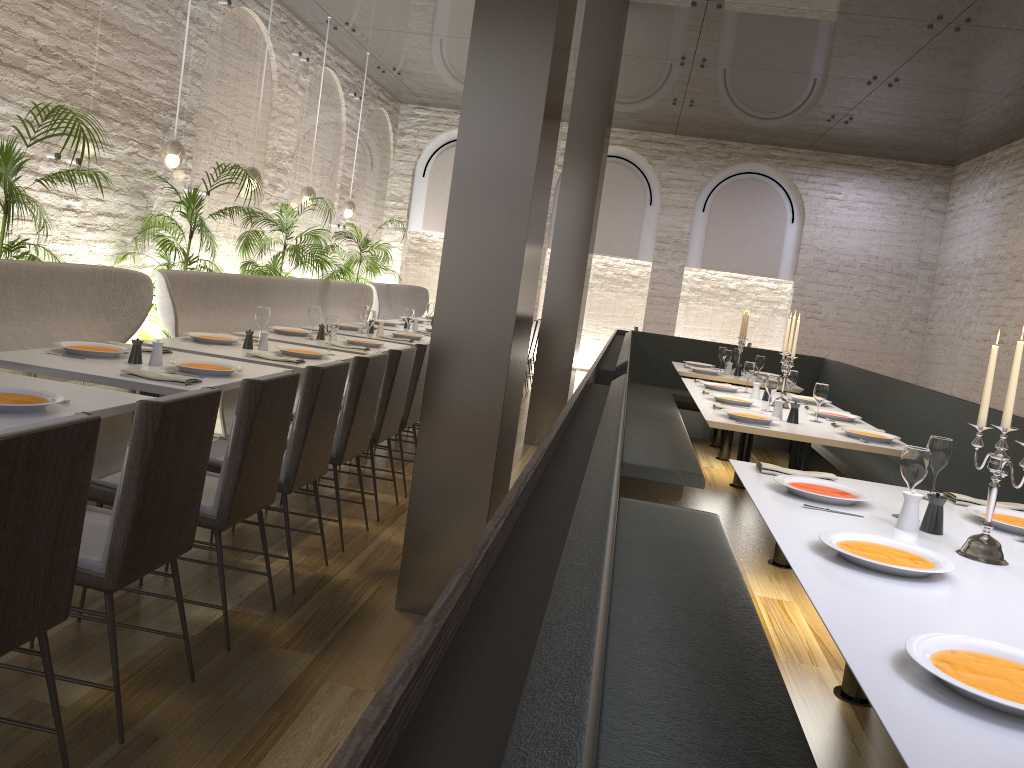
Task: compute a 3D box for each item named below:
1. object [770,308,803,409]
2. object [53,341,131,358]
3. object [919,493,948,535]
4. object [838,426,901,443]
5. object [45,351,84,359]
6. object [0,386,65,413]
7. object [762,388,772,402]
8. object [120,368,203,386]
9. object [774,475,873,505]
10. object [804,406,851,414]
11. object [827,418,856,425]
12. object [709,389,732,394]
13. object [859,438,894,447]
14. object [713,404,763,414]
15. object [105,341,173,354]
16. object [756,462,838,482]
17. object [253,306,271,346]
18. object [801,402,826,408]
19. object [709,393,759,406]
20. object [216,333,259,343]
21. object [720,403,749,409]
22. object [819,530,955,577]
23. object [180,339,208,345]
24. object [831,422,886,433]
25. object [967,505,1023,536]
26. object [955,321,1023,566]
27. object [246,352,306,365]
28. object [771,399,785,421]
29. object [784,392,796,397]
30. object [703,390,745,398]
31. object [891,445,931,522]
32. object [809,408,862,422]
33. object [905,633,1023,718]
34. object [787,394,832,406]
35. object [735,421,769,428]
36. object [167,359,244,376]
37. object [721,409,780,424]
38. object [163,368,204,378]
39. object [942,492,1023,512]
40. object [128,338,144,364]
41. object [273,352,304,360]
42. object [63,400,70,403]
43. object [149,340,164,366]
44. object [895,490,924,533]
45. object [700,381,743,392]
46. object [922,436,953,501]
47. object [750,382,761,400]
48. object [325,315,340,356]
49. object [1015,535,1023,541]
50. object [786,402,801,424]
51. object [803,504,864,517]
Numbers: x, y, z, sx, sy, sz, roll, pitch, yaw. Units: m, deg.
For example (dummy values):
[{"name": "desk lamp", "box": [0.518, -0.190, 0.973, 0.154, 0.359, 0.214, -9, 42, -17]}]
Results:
[{"name": "object", "box": [1.814, -0.170, 5.825, 0.132, 0.655, 0.390, 9, 5, 18]}, {"name": "object", "box": [-1.868, -0.150, 3.953, 0.321, 0.036, 0.323, 6, 7, -15]}, {"name": "object", "box": [1.278, 0.391, 2.679, 0.069, 0.126, 0.069, 8, 5, 1]}, {"name": "object", "box": [1.932, 0.281, 4.801, 0.321, 0.036, 0.323, 6, 7, -17]}, {"name": "object", "box": [-1.899, -0.123, 3.773, 0.185, 0.010, 0.017, 9, 6, 7]}, {"name": "object", "box": [-1.514, 0.050, 2.645, 0.321, 0.036, 0.323, 6, 7, -15]}, {"name": "object", "box": [1.782, 0.060, 6.170, 0.069, 0.126, 0.069, 8, 5, 1]}, {"name": "object", "box": [-1.393, -0.028, 3.527, 0.273, 0.033, 0.143, 9, 6, 7]}, {"name": "object", "box": [1.047, 0.365, 2.996, 0.322, 0.036, 0.322, 11, 7, 27]}, {"name": "object", "box": [2.119, 0.181, 5.956, 0.273, 0.033, 0.143, 9, 6, 7]}, {"name": "object", "box": [2.015, 0.228, 5.427, 0.181, 0.015, 0.038, 9, 6, 9]}, {"name": "object", "box": [1.502, 0.055, 6.337, 0.185, 0.010, 0.017, 9, 6, 7]}, {"name": "object", "box": [1.901, 0.306, 4.612, 0.181, 0.015, 0.038, 9, 6, 9]}, {"name": "object", "box": [1.330, 0.155, 5.230, 0.273, 0.033, 0.143, 9, 6, 7]}, {"name": "object", "box": [-1.805, -0.172, 4.290, 0.273, 0.033, 0.143, 9, 6, 7]}, {"name": "object", "box": [1.066, 0.331, 3.328, 0.273, 0.033, 0.143, 9, 6, 7]}, {"name": "object", "box": [-1.468, -0.337, 5.194, 0.086, 0.230, 0.087, 4, 6, -41]}, {"name": "object", "box": [2.133, 0.147, 6.277, 0.181, 0.015, 0.038, 9, 6, 9]}, {"name": "object", "box": [1.424, 0.107, 5.703, 0.322, 0.036, 0.322, 11, 7, 27]}, {"name": "object", "box": [-1.649, -0.279, 5.410, 0.273, 0.033, 0.143, 9, 6, 7]}, {"name": "object", "box": [1.384, 0.137, 5.487, 0.185, 0.010, 0.017, 9, 6, 7]}, {"name": "object", "box": [0.942, 0.437, 2.244, 0.321, 0.036, 0.323, 6, 7, -17]}, {"name": "object", "box": [-1.743, -0.230, 4.894, 0.185, 0.010, 0.017, 9, 6, 7]}, {"name": "object", "box": [2.005, 0.259, 5.141, 0.273, 0.033, 0.143, 9, 6, 7]}, {"name": "object", "box": [1.669, 0.461, 2.913, 0.322, 0.036, 0.322, 11, 7, 27]}, {"name": "object", "box": [1.339, 0.156, 2.418, 0.132, 0.655, 0.390, 9, 5, 18]}, {"name": "object", "box": [-1.237, -0.135, 4.648, 0.273, 0.033, 0.143, 9, 6, 7]}, {"name": "object", "box": [1.534, 0.147, 5.110, 0.069, 0.126, 0.069, 11, 5, 30]}, {"name": "object", "box": [2.237, 0.100, 6.806, 0.273, 0.033, 0.143, 9, 6, 7]}, {"name": "object", "box": [1.444, 0.077, 6.044, 0.273, 0.033, 0.143, 9, 6, 7]}, {"name": "object", "box": [1.274, 0.316, 2.825, 0.086, 0.230, 0.086, 9, 5, 19]}, {"name": "object", "box": [2.046, 0.203, 5.620, 0.322, 0.036, 0.322, 11, 7, 27]}, {"name": "object", "box": [0.840, 0.507, 1.510, 0.321, 0.036, 0.323, 6, 7, -17]}, {"name": "object", "box": [2.163, 0.122, 6.461, 0.322, 0.036, 0.322, 8, 6, 3]}, {"name": "object", "box": [1.271, 0.214, 4.672, 0.185, 0.010, 0.017, 9, 6, 7]}, {"name": "object", "box": [-1.341, -0.068, 3.882, 0.321, 0.036, 0.323, 6, 7, -15]}, {"name": "object", "box": [1.310, 0.185, 4.885, 0.321, 0.036, 0.323, 8, 6, 5]}, {"name": "object", "box": [-1.373, -0.044, 3.702, 0.181, 0.015, 0.038, 9, 6, 9]}, {"name": "object", "box": [1.741, 0.434, 3.240, 0.273, 0.033, 0.143, 9, 6, 7]}, {"name": "object", "box": [-1.633, -0.145, 3.852, 0.059, 0.109, 0.059, 8, 5, -1]}, {"name": "object", "box": [-1.217, -0.151, 4.823, 0.181, 0.015, 0.038, 9, 6, 9]}, {"name": "object", "box": [-1.495, 0.043, 2.822, 0.185, 0.010, 0.017, 9, 6, 7]}, {"name": "object", "box": [-1.558, -0.139, 3.888, 0.059, 0.109, 0.059, 8, 5, -1]}, {"name": "object", "box": [1.198, 0.381, 2.666, 0.069, 0.126, 0.069, 8, 5, 1]}, {"name": "object", "box": [1.541, 0.026, 6.545, 0.322, 0.036, 0.322, 8, 6, 3]}, {"name": "object", "box": [1.541, 0.308, 3.219, 0.086, 0.230, 0.086, 9, 5, 19]}, {"name": "object", "box": [1.702, 0.047, 6.183, 0.069, 0.126, 0.069, 8, 5, 1]}, {"name": "object", "box": [-1.073, -0.288, 5.247, 0.086, 0.230, 0.087, 4, 6, -41]}, {"name": "object", "box": [1.636, 0.488, 2.711, 0.181, 0.015, 0.038, 9, 6, 9]}, {"name": "object", "box": [1.608, 0.164, 5.051, 0.069, 0.126, 0.069, 12, 6, 38]}, {"name": "object", "box": [1.006, 0.396, 2.771, 0.185, 0.010, 0.017, 9, 6, 7]}]
